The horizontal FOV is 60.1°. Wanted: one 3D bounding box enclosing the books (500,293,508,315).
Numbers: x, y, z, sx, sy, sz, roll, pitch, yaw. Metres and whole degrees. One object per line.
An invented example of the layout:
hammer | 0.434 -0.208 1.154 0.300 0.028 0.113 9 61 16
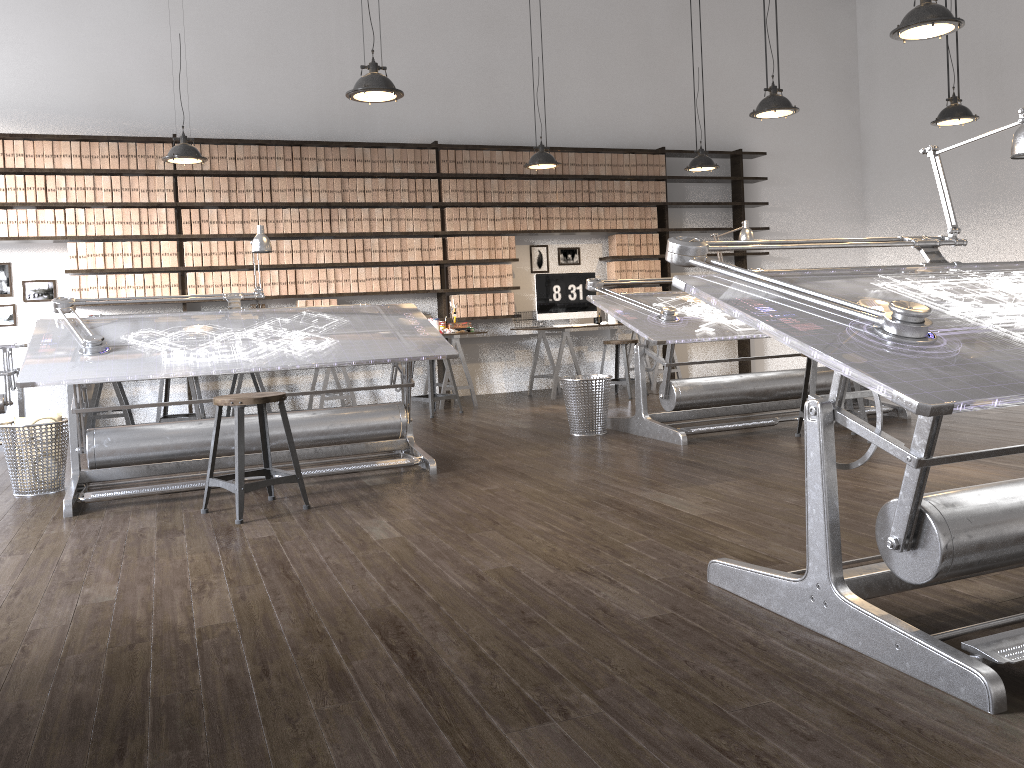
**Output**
books | -0.102 -0.778 8.697 0.067 0.225 0.174 -4 3 -21

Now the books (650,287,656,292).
books | 1.449 -0.904 9.312 0.067 0.225 0.174 -4 3 -21

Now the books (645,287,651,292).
books | 1.385 -0.899 9.284 0.067 0.225 0.175 -4 3 -21

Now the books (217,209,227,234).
books | -2.537 -1.405 7.734 0.067 0.225 0.174 -4 3 -21

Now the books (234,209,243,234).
books | -2.406 -1.415 7.780 0.067 0.225 0.175 -4 3 -21

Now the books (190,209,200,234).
books | -2.736 -1.389 7.651 0.067 0.225 0.175 -4 3 -21

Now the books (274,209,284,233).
books | -2.090 -1.442 7.911 0.067 0.225 0.174 -4 3 -21

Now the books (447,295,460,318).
books | -0.561 -0.741 8.517 0.067 0.225 0.174 -4 3 -21

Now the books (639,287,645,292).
books | 1.321 -0.893 9.255 0.067 0.225 0.175 -4 3 -21

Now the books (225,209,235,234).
books | -2.471 -1.411 7.760 0.067 0.225 0.175 -4 3 -21

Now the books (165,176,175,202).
books | -2.927 -1.649 7.573 0.067 0.225 0.175 -4 3 -21

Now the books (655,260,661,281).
books | 1.494 -1.185 9.324 0.067 0.225 0.175 -4 3 -21

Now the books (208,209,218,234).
books | -2.601 -1.400 7.705 0.067 0.225 0.174 -4 3 -21

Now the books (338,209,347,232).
books | -1.565 -1.484 8.112 0.067 0.225 0.174 -4 3 -21

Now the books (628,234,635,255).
books | 1.201 -1.436 9.202 0.067 0.225 0.174 -4 3 -21

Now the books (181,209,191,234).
books | -2.807 -1.384 7.629 0.067 0.225 0.175 -4 3 -21

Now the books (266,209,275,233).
books | -2.155 -1.436 7.884 0.067 0.225 0.175 -4 3 -21

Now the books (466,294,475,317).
books | -0.425 -0.752 8.567 0.067 0.225 0.175 -4 3 -21

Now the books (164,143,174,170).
books | -2.933 -1.925 7.566 0.067 0.225 0.175 -4 3 -21

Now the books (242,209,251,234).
books | -2.346 -1.421 7.808 0.067 0.225 0.175 -4 3 -21

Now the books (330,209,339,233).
books | -1.633 -1.479 8.090 0.067 0.225 0.175 -4 3 -21

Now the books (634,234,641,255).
books | 1.265 -1.442 9.233 0.067 0.225 0.175 -4 3 -21

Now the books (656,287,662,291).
books | 1.512 -0.909 9.329 0.067 0.225 0.175 -4 3 -21

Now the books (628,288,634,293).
books | 1.199 -0.884 9.211 0.067 0.225 0.175 -4 3 -21

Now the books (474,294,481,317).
books | -0.368 -0.757 8.594 0.067 0.225 0.175 -4 3 -21

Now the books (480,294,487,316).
books | -0.308 -0.762 8.621 0.067 0.225 0.175 -4 3 -21

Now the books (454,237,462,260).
books | -0.541 -1.296 8.521 0.067 0.225 0.175 -4 3 -21

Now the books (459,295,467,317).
books | -0.492 -0.746 8.541 0.067 0.225 0.175 -4 3 -21

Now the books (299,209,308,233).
books | -1.888 -1.457 7.982 0.067 0.225 0.175 -4 3 -21

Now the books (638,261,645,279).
books | 1.311 -1.170 9.246 0.067 0.225 0.175 -4 3 -21

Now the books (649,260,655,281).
books | 1.430 -1.180 9.298 0.067 0.225 0.175 -4 3 -21

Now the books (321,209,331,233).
books | -1.700 -1.473 8.058 0.067 0.225 0.175 -4 3 -21

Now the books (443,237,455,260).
books | -0.606 -1.290 8.497 0.067 0.225 0.174 -4 3 -21

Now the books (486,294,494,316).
books | -0.237 -0.767 8.642 0.067 0.225 0.175 -4 3 -21

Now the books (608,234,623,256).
books | 1.068 -1.426 9.154 0.067 0.225 0.175 -4 3 -21

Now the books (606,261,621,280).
books | 1.048 -1.149 9.144 0.067 0.225 0.175 -4 3 -21

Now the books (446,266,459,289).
books | -0.577 -1.018 8.512 0.067 0.225 0.175 -4 3 -21

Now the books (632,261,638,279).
books | 1.242 -1.164 9.223 0.067 0.225 0.174 -4 3 -21

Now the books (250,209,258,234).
books | -2.287 -1.425 7.830 0.067 0.225 0.175 -4 3 -21

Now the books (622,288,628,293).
books | 1.139 -0.878 9.182 0.067 0.225 0.175 -4 3 -21

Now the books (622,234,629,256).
books | 1.134 -1.431 9.180 0.067 0.225 0.174 -4 3 -21

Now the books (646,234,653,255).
books | 1.404 -1.453 9.287 0.067 0.225 0.175 -4 3 -21

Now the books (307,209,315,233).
books | -1.831 -1.462 8.010 0.067 0.225 0.175 -4 3 -21

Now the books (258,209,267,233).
books | -2.218 -1.431 7.854 0.067 0.225 0.175 -4 3 -21

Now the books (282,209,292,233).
books | -2.024 -1.447 7.933 0.067 0.225 0.174 -4 3 -21

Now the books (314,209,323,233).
books | -1.771 -1.467 8.036 0.067 0.225 0.175 -4 3 -21

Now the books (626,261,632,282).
books | 1.176 -1.159 9.201 0.067 0.225 0.174 -4 3 -21

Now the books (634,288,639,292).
books | 1.258 -0.888 9.232 0.067 0.225 0.175 -4 3 -21

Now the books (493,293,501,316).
books | -0.169 -0.773 8.675 0.067 0.225 0.175 -4 3 -21

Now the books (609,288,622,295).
books | 1.074 -0.874 9.163 0.067 0.225 0.175 -4 3 -21

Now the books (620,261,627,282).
books | 1.112 -1.154 9.174 0.067 0.225 0.175 -4 3 -21

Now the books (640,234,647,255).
books | 1.337 -1.447 9.255 0.067 0.225 0.175 -4 3 -21

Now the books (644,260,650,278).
books | 1.372 -1.175 9.270 0.067 0.225 0.175 -4 3 -21

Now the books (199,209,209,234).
books | -2.669 -1.395 7.683 0.067 0.225 0.175 -4 3 -21

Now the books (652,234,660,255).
books | 1.475 -1.459 9.312 0.067 0.225 0.175 -4 3 -21

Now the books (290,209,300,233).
books | -1.956 -1.452 7.956 0.067 0.225 0.175 -4 3 -21
